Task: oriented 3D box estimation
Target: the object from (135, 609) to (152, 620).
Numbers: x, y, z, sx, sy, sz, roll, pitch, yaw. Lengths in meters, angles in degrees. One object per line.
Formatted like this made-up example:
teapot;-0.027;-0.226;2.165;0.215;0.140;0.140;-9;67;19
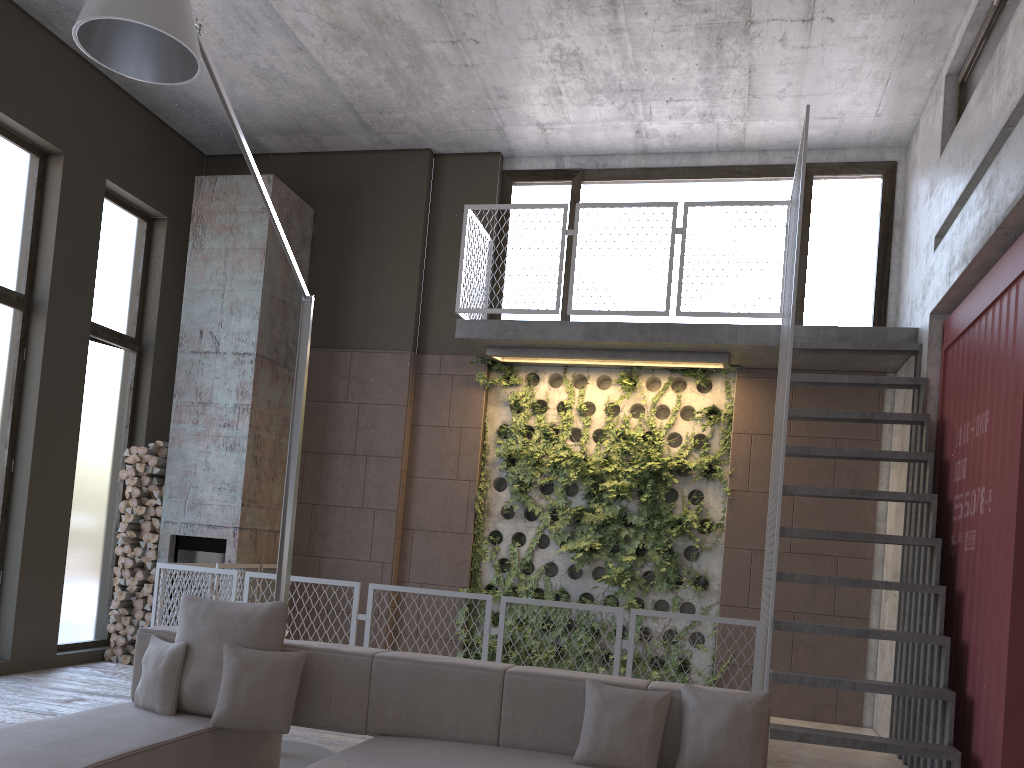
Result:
object;-3.351;2.150;8.217;0.092;0.092;0.445;3;-11;15

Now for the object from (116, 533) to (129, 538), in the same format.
object;-3.566;1.441;8.291;0.121;0.067;0.370;3;-11;13

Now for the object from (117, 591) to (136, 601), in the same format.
object;-3.502;1.980;8.212;0.093;0.082;0.488;3;-11;13

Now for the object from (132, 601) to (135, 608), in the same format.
object;-3.463;2.085;8.311;0.103;0.101;0.297;3;-10;15

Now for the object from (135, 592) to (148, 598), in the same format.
object;-3.374;1.967;8.188;0.088;0.056;0.338;3;-11;15

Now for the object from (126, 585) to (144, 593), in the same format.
object;-3.426;1.916;8.222;0.114;0.078;0.443;3;-11;13

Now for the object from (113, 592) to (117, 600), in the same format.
object;-3.576;1.988;8.232;0.067;0.066;0.430;3;-11;13

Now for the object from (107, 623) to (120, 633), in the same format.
object;-3.637;2.292;8.285;0.091;0.091;0.445;3;-11;15

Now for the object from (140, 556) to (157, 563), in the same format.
object;-3.311;1.641;8.215;0.121;0.067;0.370;2;-11;15

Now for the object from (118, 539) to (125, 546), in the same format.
object;-3.555;1.516;8.296;0.066;0.084;0.433;3;-11;17

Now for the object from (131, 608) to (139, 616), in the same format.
object;-3.419;2.137;8.262;0.101;0.085;0.369;3;-11;15

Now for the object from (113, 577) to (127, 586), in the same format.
object;-3.602;1.864;8.312;0.079;0.105;0.444;3;-10;14

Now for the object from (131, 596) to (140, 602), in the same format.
object;-3.430;2.009;8.226;0.064;0.073;0.366;3;-11;16

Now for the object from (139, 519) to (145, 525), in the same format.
object;-3.370;1.303;8.255;0.064;0.073;0.366;3;-11;16

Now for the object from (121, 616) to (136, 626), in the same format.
object;-3.468;2.213;8.233;0.093;0.082;0.488;3;-11;15

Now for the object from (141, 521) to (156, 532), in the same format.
object;-3.323;1.329;8.183;0.098;0.105;0.299;3;-10;13

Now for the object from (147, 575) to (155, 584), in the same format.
object;-3.241;1.829;8.226;0.114;0.078;0.443;3;-11;13

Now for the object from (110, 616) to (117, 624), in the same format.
object;-3.615;2.222;8.267;0.066;0.084;0.433;3;-11;17

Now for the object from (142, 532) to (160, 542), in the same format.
object;-3.291;1.443;8.246;0.092;0.092;0.445;3;-11;15

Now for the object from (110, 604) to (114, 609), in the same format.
object;-3.623;2.085;8.293;0.067;0.070;0.431;3;-11;15

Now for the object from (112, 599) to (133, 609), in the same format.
object;-3.571;2.062;8.251;0.090;0.088;0.463;3;-11;16

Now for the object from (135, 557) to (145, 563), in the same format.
object;-3.410;1.651;8.243;0.064;0.073;0.366;3;-10;13

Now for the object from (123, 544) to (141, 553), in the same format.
object;-3.490;1.560;8.299;0.090;0.088;0.463;3;-11;15

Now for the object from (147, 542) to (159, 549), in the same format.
object;-3.257;1.520;8.226;0.067;0.066;0.430;3;-11;15

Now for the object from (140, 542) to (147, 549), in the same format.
object;-3.336;1.520;8.245;0.067;0.066;0.430;3;-11;15

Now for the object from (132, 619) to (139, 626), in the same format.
object;-3.395;2.226;8.217;0.067;0.066;0.430;3;-11;15

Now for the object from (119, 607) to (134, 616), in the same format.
object;-3.521;2.143;8.275;0.114;0.078;0.443;3;-11;15

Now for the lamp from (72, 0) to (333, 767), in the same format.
lamp;-1.312;0.308;4.278;0.756;3.385;2.663;5;-6;2

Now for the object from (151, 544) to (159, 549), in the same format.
object;-3.235;1.506;8.109;0.063;0.047;0.255;3;-11;13

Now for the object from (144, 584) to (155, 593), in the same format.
object;-3.247;1.903;8.198;0.093;0.082;0.488;3;-11;15

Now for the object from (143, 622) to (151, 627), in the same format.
object;-3.294;2.212;8.080;0.063;0.047;0.255;3;-11;13

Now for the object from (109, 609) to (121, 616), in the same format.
object;-3.626;2.147;8.262;0.121;0.067;0.370;3;-11;13

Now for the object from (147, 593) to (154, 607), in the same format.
object;-3.245;2.007;8.155;0.064;0.123;0.370;4;-10;16

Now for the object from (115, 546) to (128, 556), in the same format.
object;-3.577;1.585;8.314;0.091;0.091;0.445;3;-11;15

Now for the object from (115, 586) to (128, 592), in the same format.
object;-3.620;1.966;8.322;0.070;0.116;0.371;4;-10;14

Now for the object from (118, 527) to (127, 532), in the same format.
object;-3.564;1.379;8.322;0.067;0.070;0.431;3;-11;15

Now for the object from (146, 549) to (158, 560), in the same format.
object;-3.248;1.579;8.109;0.100;0.101;0.298;3;-10;13

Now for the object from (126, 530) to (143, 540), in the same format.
object;-3.461;1.437;8.304;0.114;0.078;0.443;3;-11;15

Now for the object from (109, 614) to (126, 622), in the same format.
object;-3.574;2.175;8.172;0.071;0.071;0.430;3;-11;15

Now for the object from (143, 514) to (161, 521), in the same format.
object;-3.315;1.261;8.217;0.088;0.056;0.338;3;-11;15

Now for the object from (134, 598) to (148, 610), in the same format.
object;-3.383;2.036;8.154;0.098;0.105;0.299;3;-10;13

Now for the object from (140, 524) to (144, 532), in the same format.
object;-3.403;1.378;8.340;0.103;0.101;0.297;3;-10;15

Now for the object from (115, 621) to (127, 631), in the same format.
object;-3.549;2.267;8.270;0.090;0.088;0.463;3;-11;15

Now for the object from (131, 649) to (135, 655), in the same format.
object;-3.385;2.498;8.220;0.114;0.078;0.443;3;-11;13

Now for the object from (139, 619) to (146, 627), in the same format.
object;-3.317;2.227;8.197;0.067;0.066;0.430;3;-11;15

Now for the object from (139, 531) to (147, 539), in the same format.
object;-3.359;1.431;8.291;0.101;0.085;0.369;3;-11;15

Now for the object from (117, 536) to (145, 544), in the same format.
object;-3.514;1.469;8.201;0.071;0.071;0.430;3;-11;15

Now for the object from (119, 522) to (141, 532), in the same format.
object;-3.511;1.356;8.280;0.090;0.088;0.463;3;-11;16
